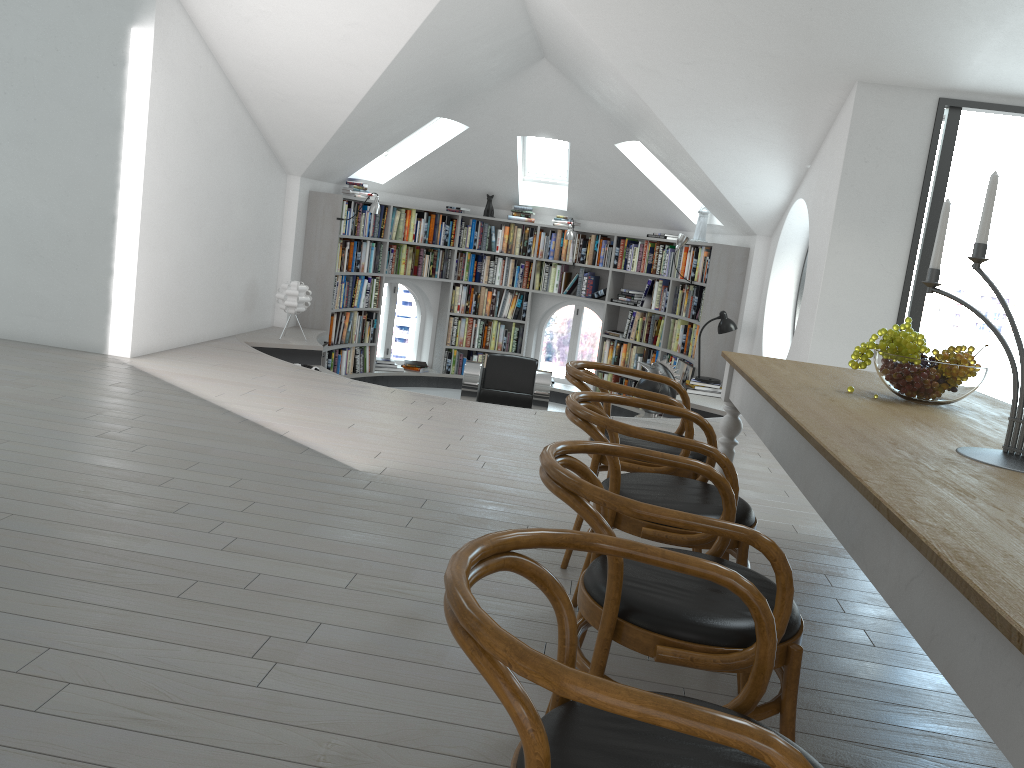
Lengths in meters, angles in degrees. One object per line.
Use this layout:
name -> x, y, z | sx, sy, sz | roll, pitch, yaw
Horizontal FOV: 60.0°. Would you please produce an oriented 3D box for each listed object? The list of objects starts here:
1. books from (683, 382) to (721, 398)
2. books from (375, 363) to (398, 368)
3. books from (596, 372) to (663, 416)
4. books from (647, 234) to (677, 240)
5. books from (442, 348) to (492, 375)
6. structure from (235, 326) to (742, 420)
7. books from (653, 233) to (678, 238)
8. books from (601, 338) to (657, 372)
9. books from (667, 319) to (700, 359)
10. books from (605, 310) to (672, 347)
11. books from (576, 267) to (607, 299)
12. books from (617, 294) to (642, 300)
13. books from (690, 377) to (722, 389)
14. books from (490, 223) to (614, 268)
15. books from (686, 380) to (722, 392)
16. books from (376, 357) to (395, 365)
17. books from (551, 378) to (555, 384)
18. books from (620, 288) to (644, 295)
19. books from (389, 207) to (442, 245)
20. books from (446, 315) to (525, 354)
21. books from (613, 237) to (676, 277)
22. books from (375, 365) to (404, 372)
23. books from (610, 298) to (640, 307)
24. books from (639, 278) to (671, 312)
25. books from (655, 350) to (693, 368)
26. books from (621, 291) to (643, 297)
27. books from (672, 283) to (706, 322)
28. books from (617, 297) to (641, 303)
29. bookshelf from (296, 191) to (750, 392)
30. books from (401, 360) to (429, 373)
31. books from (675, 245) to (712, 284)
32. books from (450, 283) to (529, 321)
books -> 1.759, 0.058, 8.095 | 0.365, 0.042, 0.389 | 8, 9, 5
books -> -1.484, -0.238, 10.279 | 0.269, 0.031, 0.287 | 5, 10, -18
books -> 1.475, 0.134, 9.798 | 0.359, 0.310, 1.504 | 2, 11, -32
books -> 1.709, -1.600, 9.736 | 0.316, 0.036, 0.337 | 2, 11, -31
books -> -0.374, -0.249, 10.652 | 1.018, 0.305, 0.289 | 6, 9, -10
structure -> -0.141, 0.115, 8.492 | 4.708, 0.690, 4.730 | 0, 12, -39
books -> 1.712, -1.628, 9.732 | 0.233, 0.027, 0.249 | 4, 10, -22
books -> 1.386, -0.282, 9.996 | 0.272, 0.349, 0.875 | 0, 12, -42
books -> 1.877, -0.445, 9.040 | 0.275, 0.346, 1.025 | 6, 9, -9
books -> 1.482, -0.639, 9.875 | 0.251, 0.351, 0.978 | 0, 12, -41
books -> 0.985, -1.158, 10.295 | 0.400, 0.339, 0.224 | 12, 9, 25
books -> 1.393, -0.983, 10.076 | 0.269, 0.031, 0.287 | 1, 11, -34
books -> 1.768, -0.010, 8.086 | 0.269, 0.031, 0.286 | 10, 10, 15
books -> 0.486, -1.640, 10.405 | 1.567, 0.365, 0.395 | 9, 9, 11
books -> 1.764, 0.022, 8.090 | 0.286, 0.034, 0.306 | 7, 9, -4
books -> -1.480, -0.269, 10.274 | 0.213, 0.036, 0.228 | 5, 10, -18
books -> 0.367, -0.051, 10.679 | 0.268, 0.029, 0.254 | 7, 9, -4
books -> 1.401, -1.044, 10.068 | 0.269, 0.031, 0.287 | 5, 10, -14
books -> -1.161, -1.796, 10.030 | 0.792, 0.371, 0.270 | 0, 11, -40
books -> -0.311, -0.604, 10.610 | 1.031, 0.356, 0.294 | 6, 9, -9
books -> 1.549, -1.406, 9.830 | 0.306, 0.366, 0.973 | 0, 12, -40
books -> -1.488, -0.205, 10.283 | 0.365, 0.042, 0.390 | 3, 11, -28
books -> 1.385, -0.920, 10.085 | 0.365, 0.042, 0.389 | -2, 13, -44
books -> 1.679, -0.971, 9.696 | 0.255, 0.349, 0.555 | 1, 11, -38
books -> 1.802, -0.086, 9.155 | 0.303, 0.357, 1.190 | 6, 9, -13
books -> 1.397, -1.013, 10.072 | 0.213, 0.036, 0.227 | 1, 11, -34
books -> 1.920, -0.823, 8.993 | 0.279, 0.357, 1.057 | 6, 9, -9
books -> 1.389, -0.953, 10.080 | 0.287, 0.031, 0.269 | 15, 12, 40
bookshelf -> 0.117, -0.840, 9.749 | 4.334, 1.873, 2.116 | 8, 9, 6
books -> -1.135, -0.207, 10.418 | 0.318, 0.099, 0.293 | 9, 9, 7
books -> 1.969, -1.202, 8.953 | 0.292, 0.361, 1.019 | 6, 9, -12
books -> -0.274, -0.983, 10.555 | 0.997, 0.350, 0.299 | 6, 9, -11
